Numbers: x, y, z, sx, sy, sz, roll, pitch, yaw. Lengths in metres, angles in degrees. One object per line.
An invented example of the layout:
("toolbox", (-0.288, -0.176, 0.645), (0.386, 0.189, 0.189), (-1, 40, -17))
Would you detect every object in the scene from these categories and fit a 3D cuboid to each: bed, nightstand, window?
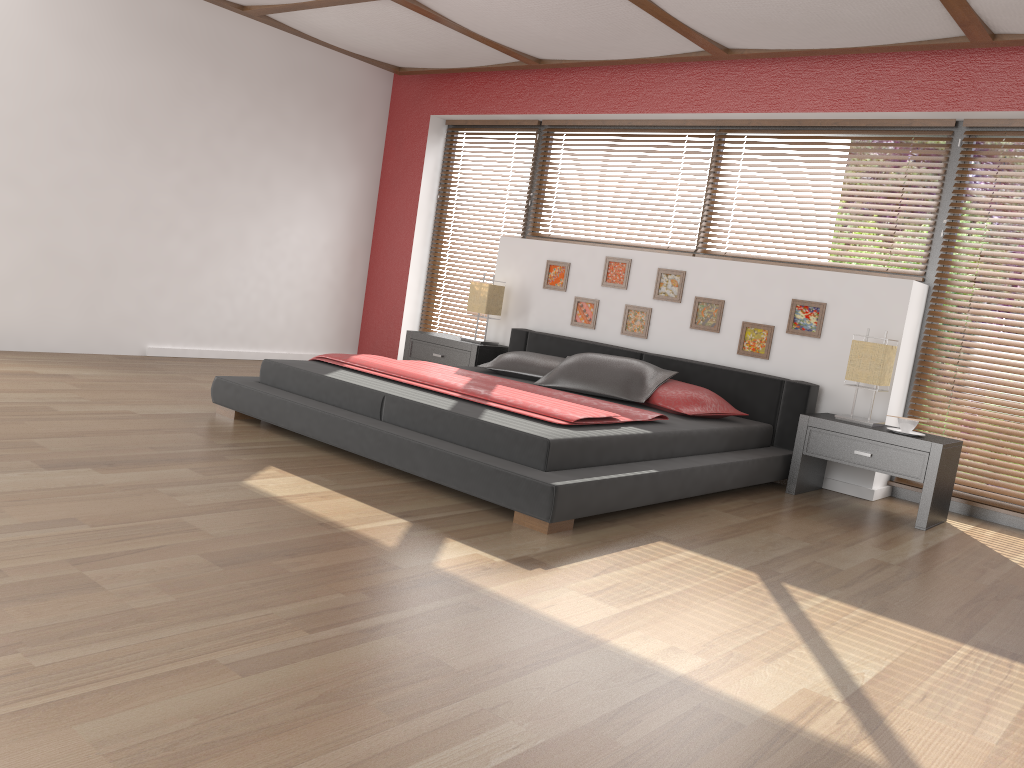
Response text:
("bed", (-0.007, 0.045, 4.797), (2.469, 0.577, 2.413), (14, 8, 38))
("nightstand", (1.855, 0.430, 4.567), (0.700, 0.423, 0.413), (14, 8, 38))
("window", (1.307, -1.251, 5.806), (2.817, 0.786, 0.020), (14, 8, 38))
("window", (-0.260, -1.077, 7.079), (0.889, 1.893, 0.020), (14, 8, 38))
("nightstand", (-0.411, -0.118, 6.418), (0.700, 0.423, 0.413), (14, 8, 38))
("window", (2.710, -0.359, 4.653), (0.889, 1.893, 0.020), (14, 8, 38))

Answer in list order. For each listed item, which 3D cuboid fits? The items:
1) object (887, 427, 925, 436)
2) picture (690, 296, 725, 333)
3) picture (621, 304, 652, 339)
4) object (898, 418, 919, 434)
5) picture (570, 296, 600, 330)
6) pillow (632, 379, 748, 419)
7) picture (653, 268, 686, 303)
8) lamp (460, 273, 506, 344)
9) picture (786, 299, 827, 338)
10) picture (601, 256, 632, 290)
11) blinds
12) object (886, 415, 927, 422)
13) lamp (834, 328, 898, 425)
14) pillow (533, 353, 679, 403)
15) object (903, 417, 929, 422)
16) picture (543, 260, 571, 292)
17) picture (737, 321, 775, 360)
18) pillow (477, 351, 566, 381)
("object", (1.959, 0.241, 4.413), (0.179, 0.012, 0.179), (6, 7, -26))
("picture", (1.195, -0.425, 5.431), (0.200, 0.200, 0.010), (14, 8, 38))
("picture", (0.805, -0.406, 5.748), (0.200, 0.200, 0.010), (14, 8, 38))
("object", (1.964, 0.209, 4.410), (0.099, 0.069, 0.099), (6, 7, -26))
("picture", (0.493, -0.482, 6.003), (0.200, 0.200, 0.010), (14, 8, 38))
("pillow", (0.913, 0.073, 4.975), (0.418, 0.172, 0.745), (5, 7, -32))
("picture", (0.993, -0.623, 5.597), (0.200, 0.200, 0.010), (14, 8, 38))
("lamp", (-0.195, -0.542, 6.299), (0.200, 0.480, 0.200), (14, 8, 38))
("picture", (1.672, -0.373, 5.042), (0.200, 0.200, 0.010), (14, 8, 38))
("picture", (0.688, -0.733, 5.847), (0.200, 0.200, 0.010), (14, 8, 38))
("blinds", (1.176, -0.684, 5.818), (4.840, 1.952, 0.032), (14, 8, 38))
("object", (1.956, 0.171, 4.395), (0.192, 0.007, 0.007), (9, 6, 8))
("lamp", (1.859, -0.045, 4.622), (0.200, 0.480, 0.200), (14, 8, 38))
("pillow", (0.528, -0.052, 5.110), (0.744, 0.241, 0.386), (13, 8, 34))
("object", (1.976, 0.173, 4.407), (0.192, 0.007, 0.007), (9, 6, 3))
("picture", (0.309, -0.751, 6.156), (0.200, 0.200, 0.010), (14, 8, 38))
("picture", (1.437, -0.257, 5.232), (0.200, 0.200, 0.010), (14, 8, 38))
("pillow", (0.185, -0.095, 5.501), (0.745, 0.172, 0.418), (10, 6, 14))
